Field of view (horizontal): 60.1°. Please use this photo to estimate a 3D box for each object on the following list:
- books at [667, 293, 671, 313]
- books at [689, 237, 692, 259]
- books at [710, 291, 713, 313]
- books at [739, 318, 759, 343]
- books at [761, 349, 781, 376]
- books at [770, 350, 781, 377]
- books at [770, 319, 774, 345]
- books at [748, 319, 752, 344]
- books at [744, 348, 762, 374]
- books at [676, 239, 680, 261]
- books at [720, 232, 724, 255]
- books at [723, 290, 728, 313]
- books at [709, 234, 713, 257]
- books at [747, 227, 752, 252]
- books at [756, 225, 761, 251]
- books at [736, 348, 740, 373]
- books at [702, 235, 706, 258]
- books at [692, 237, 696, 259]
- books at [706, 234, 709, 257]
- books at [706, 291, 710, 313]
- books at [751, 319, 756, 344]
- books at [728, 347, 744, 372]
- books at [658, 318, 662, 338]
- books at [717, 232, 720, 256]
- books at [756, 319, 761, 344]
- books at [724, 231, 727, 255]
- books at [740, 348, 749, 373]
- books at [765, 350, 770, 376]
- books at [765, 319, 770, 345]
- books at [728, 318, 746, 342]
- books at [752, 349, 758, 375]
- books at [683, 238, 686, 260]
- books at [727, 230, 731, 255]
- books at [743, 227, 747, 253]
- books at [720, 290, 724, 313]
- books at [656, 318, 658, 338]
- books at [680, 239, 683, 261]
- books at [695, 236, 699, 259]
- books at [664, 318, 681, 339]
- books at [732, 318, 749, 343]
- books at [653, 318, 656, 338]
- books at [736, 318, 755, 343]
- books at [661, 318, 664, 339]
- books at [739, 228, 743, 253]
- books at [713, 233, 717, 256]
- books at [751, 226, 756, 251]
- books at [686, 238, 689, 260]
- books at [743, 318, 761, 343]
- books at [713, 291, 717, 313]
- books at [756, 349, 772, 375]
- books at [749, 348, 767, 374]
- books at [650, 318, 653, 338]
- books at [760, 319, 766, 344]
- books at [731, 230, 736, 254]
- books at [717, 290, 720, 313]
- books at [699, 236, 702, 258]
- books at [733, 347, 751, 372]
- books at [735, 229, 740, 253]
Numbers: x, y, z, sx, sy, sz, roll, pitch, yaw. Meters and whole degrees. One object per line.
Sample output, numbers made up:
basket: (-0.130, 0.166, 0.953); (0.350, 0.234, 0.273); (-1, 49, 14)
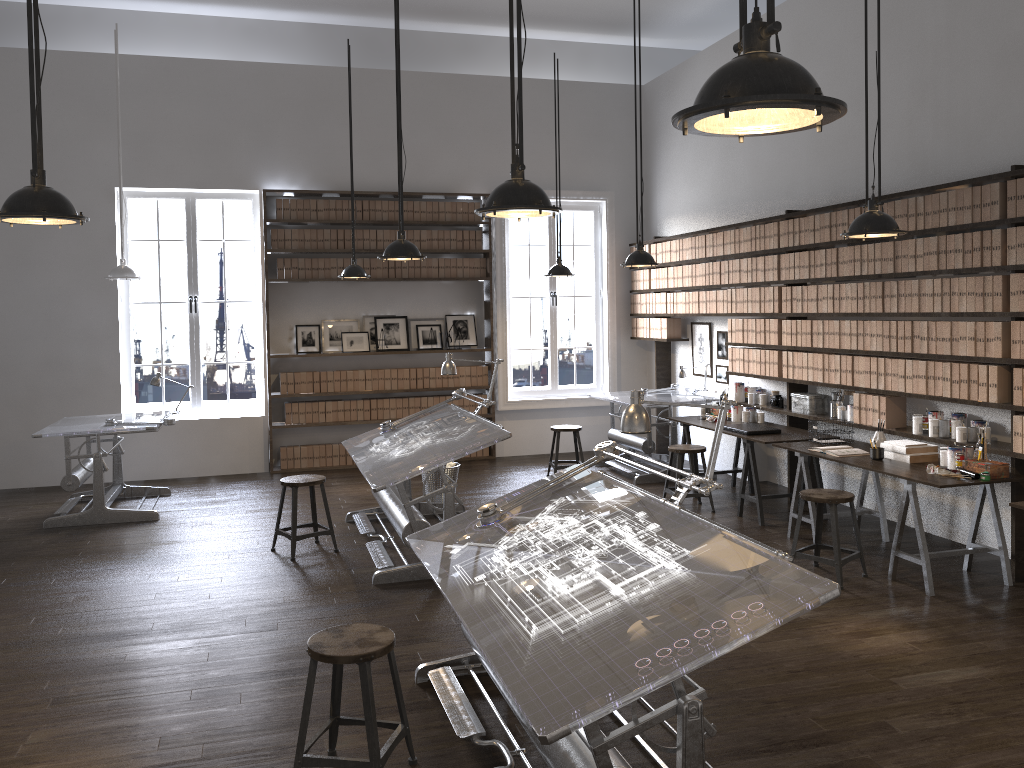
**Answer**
books: (1.763, -0.865, 9.520); (0.174, 0.225, 0.067); (-2, 2, -16)
books: (1.892, -1.378, 9.010); (0.174, 0.225, 0.067); (-2, 2, -16)
books: (2.022, -0.796, 8.630); (0.174, 0.225, 0.067); (-2, 2, -16)
books: (2.173, -0.486, 8.112); (0.174, 0.225, 0.067); (-2, 2, -16)
books: (2.278, -0.189, 7.772); (0.174, 0.225, 0.067); (-2, 2, -16)
books: (2.320, -0.179, 7.651); (0.174, 0.225, 0.067); (-2, 2, -16)
books: (2.317, -0.448, 7.627); (0.174, 0.225, 0.067); (-2, 2, -16)
books: (2.217, -0.476, 7.980); (0.174, 0.225, 0.067); (-2, 2, -16)
books: (2.204, -0.210, 8.047); (0.174, 0.225, 0.067); (-2, 2, -16)
books: (1.815, -1.399, 9.281); (0.174, 0.225, 0.067); (-2, 2, -16)
books: (2.067, -1.331, 8.404); (0.174, 0.225, 0.067); (-2, 2, -16)
books: (2.093, -0.776, 8.370); (0.174, 0.225, 0.067); (-2, 2, -16)
books: (2.011, -1.347, 8.606); (0.174, 0.225, 0.067); (-2, 2, -16)
books: (2.201, -1.295, 7.939); (0.174, 0.225, 0.067); (-2, 2, -16)
books: (2.243, -1.285, 7.810); (0.174, 0.225, 0.067); (-2, 2, -16)
books: (2.163, -0.221, 8.183); (0.174, 0.225, 0.067); (-2, 2, -16)
books: (1.969, -1.357, 8.746); (0.174, 0.225, 0.067); (-2, 2, -16)
books: (1.912, -1.372, 8.940); (0.174, 0.225, 0.067); (-2, 2, -16)
books: (1.995, -1.352, 8.675); (0.174, 0.225, 0.067); (-2, 2, -16)
books: (2.003, -0.802, 8.699); (0.174, 0.225, 0.067); (-2, 2, -16)
books: (2.233, -0.470, 7.911); (0.174, 0.225, 0.067); (-2, 2, -16)
books: (2.124, -0.230, 8.307); (0.174, 0.225, 0.067); (-2, 2, -16)
books: (1.701, -0.613, 9.748); (0.174, 0.225, 0.067); (-2, 2, -16)
books: (2.054, -1.336, 8.471); (0.174, 0.225, 0.067); (-2, 2, -16)
books: (2.257, -0.465, 7.844); (0.174, 0.225, 0.067); (-2, 2, -16)
books: (2.090, -1.326, 8.341); (0.174, 0.225, 0.067); (-2, 2, -16)
books: (2.181, -0.215, 8.113); (0.174, 0.225, 0.067); (-2, 2, -16)
books: (2.300, -0.184, 7.713); (0.174, 0.225, 0.067); (-2, 2, -16)
books: (2.298, -0.454, 7.701); (0.174, 0.225, 0.067); (-2, 2, -16)
books: (2.118, -0.501, 8.306); (0.174, 0.225, 0.067); (-2, 2, -16)
books: (2.241, -0.200, 7.912); (0.174, 0.225, 0.067); (-2, 2, -16)
books: (1.859, -1.389, 9.148); (0.174, 0.225, 0.067); (-2, 2, -16)
books: (2.106, -1.321, 8.280); (0.174, 0.225, 0.067); (-2, 2, -16)
books: (2.184, -1.300, 8.009); (0.174, 0.225, 0.067); (-2, 2, -16)
books: (2.074, -0.781, 8.440); (0.174, 0.225, 0.067); (-2, 2, -16)
books: (1.687, -0.618, 9.814); (0.174, 0.225, 0.067); (-2, 2, -16)
books: (1.838, -1.394, 9.215); (0.174, 0.225, 0.067); (-2, 2, -16)
books: (1.934, -1.368, 8.881); (0.174, 0.225, 0.067); (-2, 2, -16)
books: (1.744, -0.603, 9.616); (0.174, 0.225, 0.067); (-2, 2, -16)
books: (2.140, -0.496, 8.237); (0.174, 0.225, 0.067); (-2, 2, -16)
books: (1.668, -0.622, 9.874); (0.174, 0.225, 0.067); (-2, 2, -16)
books: (2.159, -0.491, 8.177); (0.174, 0.225, 0.067); (-2, 2, -16)
books: (1.727, -0.608, 9.683); (0.174, 0.225, 0.067); (-2, 2, -16)
books: (2.168, -1.306, 8.077); (0.174, 0.225, 0.067); (-2, 2, -16)
books: (2.034, -1.341, 8.539); (0.174, 0.225, 0.067); (-2, 2, -16)
books: (2.221, -1.289, 7.869); (0.174, 0.225, 0.067); (-2, 2, -16)
books: (1.875, -1.383, 9.080); (0.174, 0.225, 0.067); (-2, 2, -16)
books: (2.198, -0.481, 8.048); (0.174, 0.225, 0.067); (-2, 2, -16)
books: (2.035, -0.791, 8.564); (0.174, 0.225, 0.067); (-2, 2, -16)
books: (2.258, -0.194, 7.842); (0.174, 0.225, 0.067); (-2, 2, -16)
books: (2.226, -0.205, 7.980); (0.174, 0.225, 0.067); (-2, 2, -16)
books: (1.646, -0.628, 9.943); (0.174, 0.225, 0.067); (-2, 2, -16)
books: (2.273, -0.459, 7.771); (0.174, 0.225, 0.067); (-2, 2, -16)
books: (2.124, -1.316, 8.210); (0.174, 0.225, 0.067); (-2, 2, -16)
books: (2.058, -0.786, 8.501); (0.174, 0.225, 0.067); (-2, 2, -16)
books: (1.954, -1.363, 8.818); (0.174, 0.225, 0.067); (-2, 2, -16)
books: (2.147, -0.226, 8.244); (0.174, 0.225, 0.067); (-2, 2, -16)
books: (2.147, -1.311, 8.144); (0.174, 0.225, 0.067); (-2, 2, -16)
